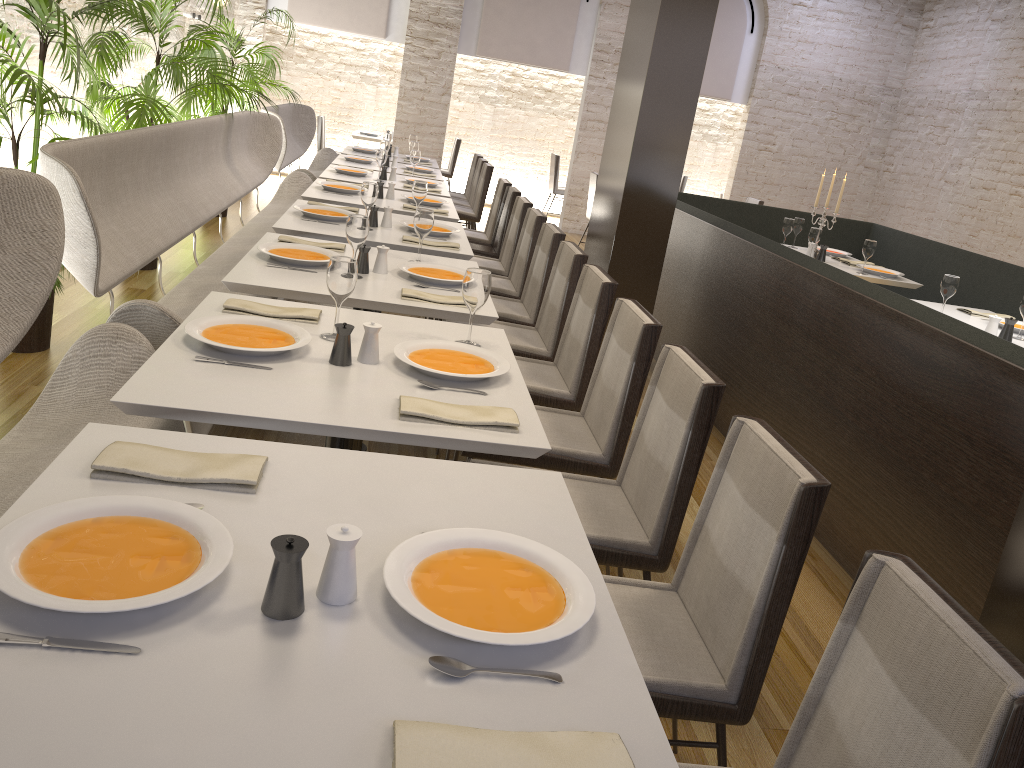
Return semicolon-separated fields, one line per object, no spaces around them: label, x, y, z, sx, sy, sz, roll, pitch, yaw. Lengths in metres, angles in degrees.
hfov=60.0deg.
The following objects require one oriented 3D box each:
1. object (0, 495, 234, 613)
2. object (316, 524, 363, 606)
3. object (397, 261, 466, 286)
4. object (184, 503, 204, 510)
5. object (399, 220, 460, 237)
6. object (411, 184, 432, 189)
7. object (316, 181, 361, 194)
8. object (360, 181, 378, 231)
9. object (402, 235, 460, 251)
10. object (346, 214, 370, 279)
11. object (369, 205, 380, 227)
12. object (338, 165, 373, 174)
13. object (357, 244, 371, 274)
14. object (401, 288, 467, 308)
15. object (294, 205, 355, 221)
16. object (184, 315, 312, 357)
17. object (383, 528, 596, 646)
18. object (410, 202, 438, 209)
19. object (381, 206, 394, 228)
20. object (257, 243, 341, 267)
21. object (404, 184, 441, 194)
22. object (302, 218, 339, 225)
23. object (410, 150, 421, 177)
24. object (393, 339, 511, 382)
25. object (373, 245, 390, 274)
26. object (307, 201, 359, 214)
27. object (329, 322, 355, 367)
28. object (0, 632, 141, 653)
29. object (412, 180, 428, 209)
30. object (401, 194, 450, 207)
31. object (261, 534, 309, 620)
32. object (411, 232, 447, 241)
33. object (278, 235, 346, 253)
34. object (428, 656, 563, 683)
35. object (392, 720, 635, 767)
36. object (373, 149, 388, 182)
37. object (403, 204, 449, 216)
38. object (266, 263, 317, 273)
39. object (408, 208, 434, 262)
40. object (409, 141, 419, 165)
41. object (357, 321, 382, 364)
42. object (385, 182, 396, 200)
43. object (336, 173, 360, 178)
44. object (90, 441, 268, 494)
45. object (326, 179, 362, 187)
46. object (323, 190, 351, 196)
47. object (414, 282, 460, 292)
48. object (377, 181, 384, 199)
object;-0.562;0.245;1.251;0.321;0.036;0.325;-1;20;-30
object;-0.245;0.253;1.268;0.059;0.108;0.060;5;17;-17
object;-0.298;-0.432;3.519;0.321;0.036;0.325;1;19;-26
object;-0.587;0.195;1.421;0.181;0.015;0.039;7;17;-8
object;-0.431;-0.807;4.625;0.321;0.036;0.325;-1;20;-30
object;-0.678;-1.480;6.632;0.181;0.015;0.039;7;17;-8
object;-1.092;-1.249;5.659;0.321;0.036;0.325;-1;20;-30
object;-0.711;-0.876;4.366;0.087;0.228;0.086;20;18;31
object;-0.392;-0.684;4.284;0.272;0.032;0.144;7;18;-9
object;-0.581;-0.510;3.284;0.087;0.228;0.087;22;20;37
object;-0.704;-0.857;4.507;0.059;0.108;0.060;5;17;-17
object;-1.243;-1.712;7.054;0.272;0.032;0.144;7;18;-9
object;-0.571;-0.482;3.401;0.059;0.108;0.060;5;17;-17
object;-0.259;-0.309;3.178;0.272;0.032;0.144;7;18;-9
object;-0.958;-0.871;4.544;0.321;0.036;0.325;-1;20;-30
object;-0.692;-0.120;2.330;0.323;0.036;0.323;18;19;24
object;-0.035;0.310;1.332;0.321;0.036;0.325;-1;20;-30
object;-0.550;-1.119;5.567;0.181;0.015;0.039;7;17;-8
object;-0.641;-0.863;4.561;0.059;0.108;0.060;5;17;-17
object;-0.825;-0.496;3.438;0.321;0.036;0.325;1;19;-26
object;-0.654;-1.423;6.465;0.272;0.032;0.144;7;18;-9
object;-0.943;-0.802;4.371;0.185;0.010;0.017;7;17;-9
object;-0.777;-1.737;7.034;0.087;0.228;0.086;16;17;20
object;-0.165;-0.056;2.411;0.323;0.036;0.323;18;19;24
object;-0.508;-0.489;3.455;0.059;0.108;0.060;5;17;-17
object;-0.980;-0.973;4.874;0.272;0.032;0.144;7;18;-9
object;-0.438;-0.106;2.292;0.059;0.108;0.060;10;16;-1
object;-0.547;0.314;1.078;0.185;0.010;0.017;7;17;-9
object;-0.513;-0.992;4.837;0.087;0.228;0.086;20;18;31
object;-0.565;-1.185;5.740;0.321;0.036;0.325;-1;20;-30
object;-0.309;0.259;1.214;0.059;0.108;0.060;5;17;-17
object;-0.416;-0.741;4.452;0.181;0.015;0.039;7;17;-8
object;-0.848;-0.598;3.768;0.272;0.032;0.144;7;18;-9
object;-0.020;0.375;1.159;0.181;0.015;0.039;7;17;-8
object;0.004;0.432;0.991;0.272;0.032;0.144;7;18;-9
object;-0.975;-1.621;6.563;0.087;0.228;0.086;16;17;20
object;-0.526;-1.062;5.400;0.272;0.032;0.144;7;18;-9
object;-0.810;-0.428;3.265;0.185;0.010;0.017;7;17;-9
object;-0.383;-0.626;3.756;0.086;0.228;0.087;9;16;-3
object;-0.902;-2.091;8.079;0.087;0.228;0.086;16;17;20
object;-0.375;-0.113;2.347;0.059;0.108;0.060;10;16;-1
object;-0.775;-1.241;5.677;0.059;0.108;0.060;5;17;-17
object;-1.205;-1.541;6.551;0.185;0.010;0.017;7;17;-9
object;-0.585;0.144;1.581;0.272;0.032;0.144;7;18;-9
object;-1.115;-1.351;5.989;0.272;0.032;0.144;7;18;-9
object;-1.077;-1.180;5.486;0.185;0.010;0.017;7;17;-9
object;-0.283;-0.366;3.346;0.181;0.015;0.039;7;17;-8
object;-0.838;-1.235;5.622;0.059;0.108;0.060;5;17;-17
